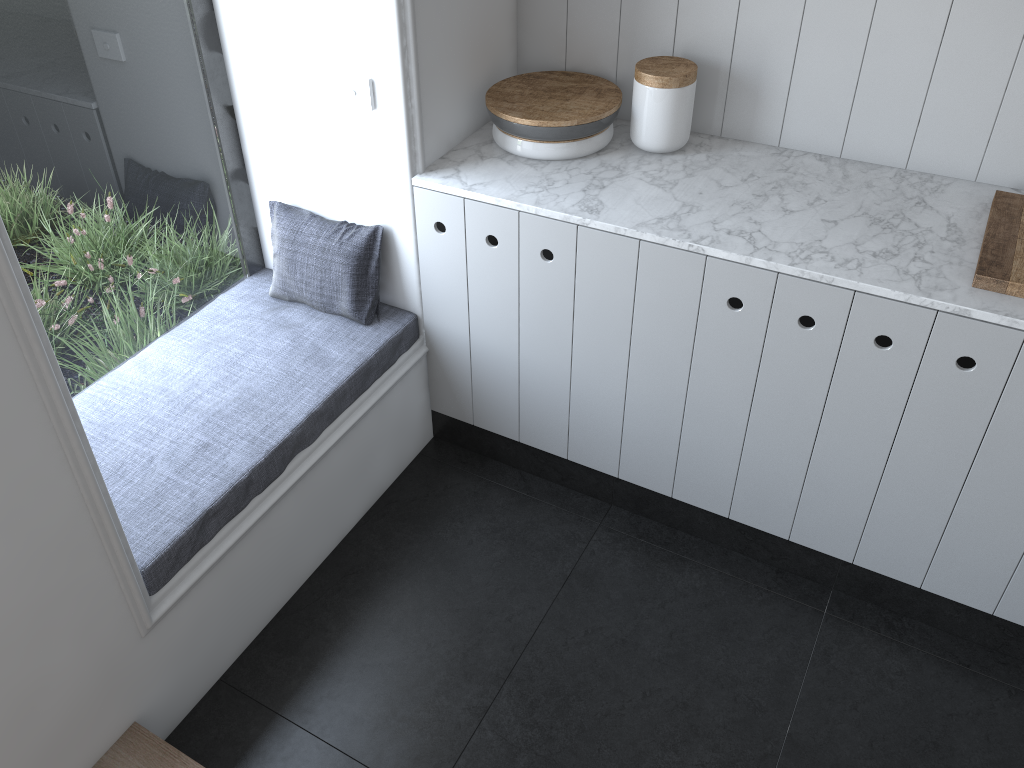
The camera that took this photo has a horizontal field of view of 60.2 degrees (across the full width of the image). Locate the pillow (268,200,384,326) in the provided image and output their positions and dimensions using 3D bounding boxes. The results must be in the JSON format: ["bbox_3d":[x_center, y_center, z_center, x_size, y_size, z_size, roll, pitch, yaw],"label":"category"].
[{"bbox_3d":[-0.524,-0.340,2.501,0.413,0.286,0.181,18,42,24],"label":"pillow"}]

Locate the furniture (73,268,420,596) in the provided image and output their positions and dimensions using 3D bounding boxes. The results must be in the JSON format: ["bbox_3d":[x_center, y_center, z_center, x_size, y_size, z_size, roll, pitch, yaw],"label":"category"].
[{"bbox_3d":[-0.763,0.031,2.289,0.611,0.112,1.052,17,42,23],"label":"furniture"}]

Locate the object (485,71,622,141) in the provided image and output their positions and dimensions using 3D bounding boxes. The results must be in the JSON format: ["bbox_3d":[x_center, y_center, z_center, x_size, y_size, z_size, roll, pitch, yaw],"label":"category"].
[{"bbox_3d":[0.110,-0.740,2.354,0.357,0.064,0.371,-9,39,-7],"label":"object"}]

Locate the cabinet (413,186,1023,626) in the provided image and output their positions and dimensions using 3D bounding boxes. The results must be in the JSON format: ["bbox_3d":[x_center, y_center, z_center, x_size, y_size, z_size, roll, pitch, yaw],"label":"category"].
[{"bbox_3d":[2.452,0.689,1.144,6.284,0.728,0.010,19,41,25],"label":"cabinet"}]

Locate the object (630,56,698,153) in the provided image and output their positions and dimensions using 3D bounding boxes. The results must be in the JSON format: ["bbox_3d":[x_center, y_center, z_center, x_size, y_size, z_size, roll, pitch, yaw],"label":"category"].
[{"bbox_3d":[0.386,-0.711,2.266,0.154,0.207,0.158,-2,38,-1],"label":"object"}]

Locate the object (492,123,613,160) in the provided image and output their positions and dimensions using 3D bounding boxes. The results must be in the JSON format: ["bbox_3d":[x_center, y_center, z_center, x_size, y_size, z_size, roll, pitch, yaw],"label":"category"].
[{"bbox_3d":[0.110,-0.695,2.389,0.322,0.053,0.338,-15,40,-15],"label":"object"}]

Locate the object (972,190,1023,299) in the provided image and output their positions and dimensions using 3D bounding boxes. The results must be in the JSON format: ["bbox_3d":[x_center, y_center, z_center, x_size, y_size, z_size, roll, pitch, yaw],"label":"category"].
[{"bbox_3d":[1.127,-0.272,1.803,0.298,0.030,0.400,17,43,24],"label":"object"}]

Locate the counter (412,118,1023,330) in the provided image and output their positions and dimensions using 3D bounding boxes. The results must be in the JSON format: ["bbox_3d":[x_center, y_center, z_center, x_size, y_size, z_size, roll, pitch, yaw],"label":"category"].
[{"bbox_3d":[2.583,0.229,1.110,6.288,0.019,0.579,18,43,25],"label":"counter"}]
